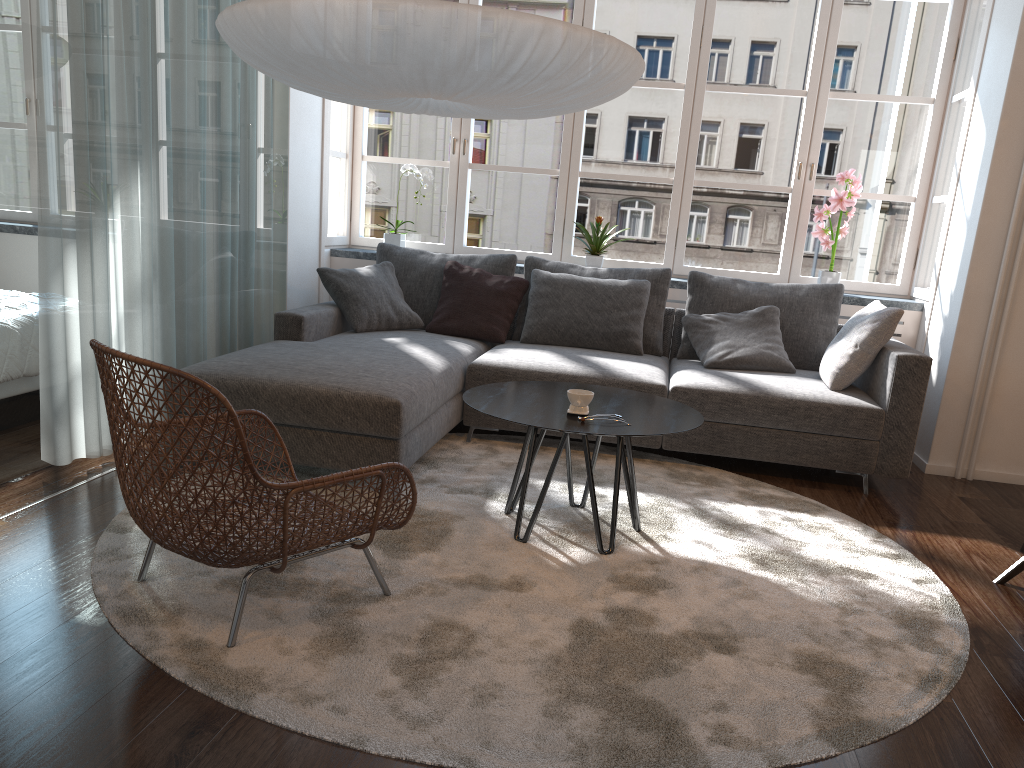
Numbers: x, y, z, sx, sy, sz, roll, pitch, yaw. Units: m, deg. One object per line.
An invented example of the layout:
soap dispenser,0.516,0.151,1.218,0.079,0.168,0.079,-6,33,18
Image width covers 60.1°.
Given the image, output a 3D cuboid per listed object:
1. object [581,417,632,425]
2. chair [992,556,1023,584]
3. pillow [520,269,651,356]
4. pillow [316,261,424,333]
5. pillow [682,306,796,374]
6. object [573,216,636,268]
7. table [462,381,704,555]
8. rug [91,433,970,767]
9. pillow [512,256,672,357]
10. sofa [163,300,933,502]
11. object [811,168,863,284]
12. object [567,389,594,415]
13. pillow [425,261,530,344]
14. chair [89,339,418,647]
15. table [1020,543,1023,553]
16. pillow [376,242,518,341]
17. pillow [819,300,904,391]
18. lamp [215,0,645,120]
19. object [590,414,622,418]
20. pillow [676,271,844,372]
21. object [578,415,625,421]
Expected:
object,0.306,0.120,2.862,0.168,0.015,0.014,4,13,-4
chair,1.872,0.418,2.774,0.519,0.683,0.584,7,13,8
pillow,0.403,-0.390,4.793,0.666,0.404,0.287,7,13,9
pillow,-0.764,-0.477,4.811,0.513,0.366,0.342,-6,16,-40
pillow,1.172,-0.248,4.575,0.492,0.327,0.436,3,12,-9
object,0.531,-0.833,5.270,0.376,0.334,0.317,1,13,-15
table,0.230,0.305,3.181,0.845,0.481,0.835,7,12,11
rug,0.067,0.534,3.168,2.838,0.012,2.790,3,11,-11
pillow,0.444,-0.437,4.920,0.838,0.483,0.272,7,14,9
sofa,0.314,0.025,4.157,3.063,0.683,2.009,6,11,9
object,1.833,-0.867,5.035,0.201,0.703,0.292,2,14,-11
object,0.220,0.064,2.967,0.091,0.070,0.137,9,12,21
pillow,-0.191,-0.452,4.861,0.520,0.410,0.306,7,13,11
chair,-0.720,0.242,2.399,0.711,0.722,0.681,16,17,40
table,2.331,0.579,2.107,1.105,0.691,2.463,7,11,9
pillow,-0.412,-0.530,5.043,0.835,0.486,0.271,7,14,9
pillow,1.654,-0.193,4.276,0.286,0.421,0.486,7,13,8
lamp,-0.274,-1.089,3.133,1.462,0.213,1.454,-6,15,-43
object,0.313,0.105,2.955,0.124,0.010,0.025,0,12,-24
pillow,1.338,-0.332,4.772,0.835,0.485,0.271,7,14,9
object,0.294,0.111,2.901,0.163,0.016,0.025,2,12,-15
